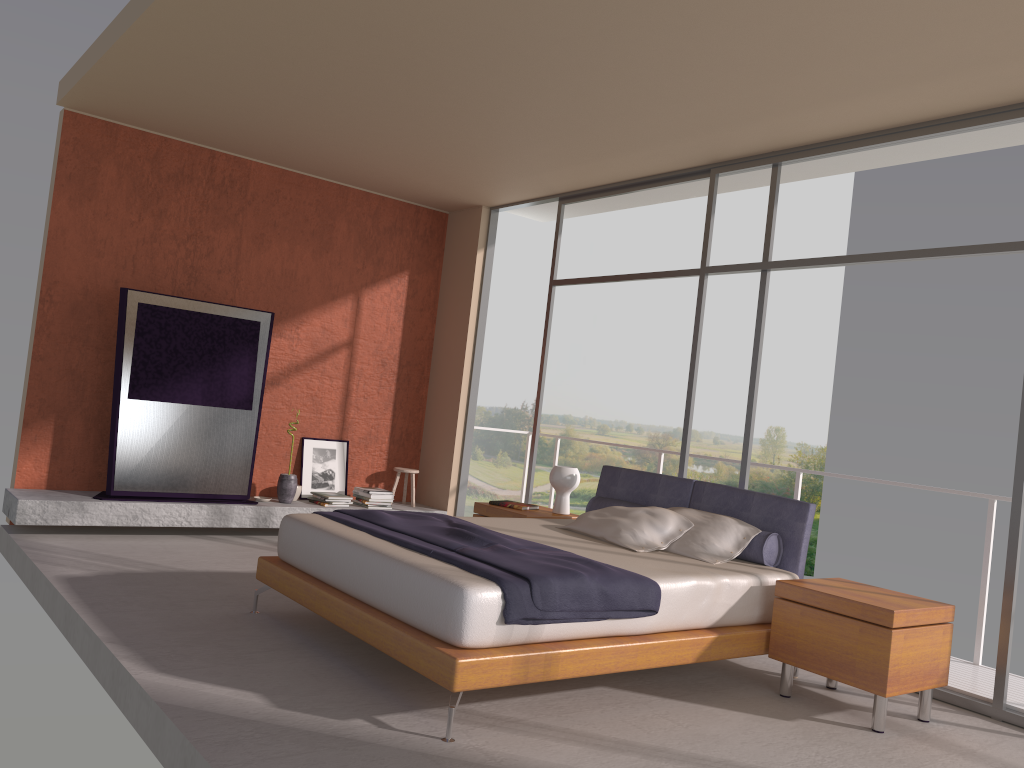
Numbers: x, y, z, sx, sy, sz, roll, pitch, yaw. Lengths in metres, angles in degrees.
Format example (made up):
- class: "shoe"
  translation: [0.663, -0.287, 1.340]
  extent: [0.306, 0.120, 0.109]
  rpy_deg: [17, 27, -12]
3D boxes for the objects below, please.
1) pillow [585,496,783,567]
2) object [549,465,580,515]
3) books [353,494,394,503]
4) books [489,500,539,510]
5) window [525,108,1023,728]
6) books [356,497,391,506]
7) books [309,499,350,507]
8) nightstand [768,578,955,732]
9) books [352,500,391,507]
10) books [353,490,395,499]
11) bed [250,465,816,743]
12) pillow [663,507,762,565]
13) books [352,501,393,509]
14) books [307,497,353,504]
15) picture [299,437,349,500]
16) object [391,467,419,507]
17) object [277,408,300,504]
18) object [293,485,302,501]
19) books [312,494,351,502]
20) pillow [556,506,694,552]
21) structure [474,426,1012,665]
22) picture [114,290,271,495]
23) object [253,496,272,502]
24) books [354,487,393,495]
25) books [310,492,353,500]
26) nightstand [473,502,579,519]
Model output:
- class: "pillow"
  translation: [1.011, 0.888, 5.472]
  extent: [0.205, 0.201, 1.470]
  rpy_deg: [8, -2, -37]
- class: "object"
  translation: [0.372, 0.766, 6.405]
  extent: [0.224, 0.338, 0.224]
  rpy_deg: [7, -2, -26]
- class: "books"
  translation: [-1.253, 1.029, 8.003]
  extent: [0.247, 0.027, 0.328]
  rpy_deg: [8, -2, -36]
- class: "books"
  translation: [0.018, 0.889, 6.512]
  extent: [0.287, 0.025, 0.247]
  rpy_deg: [5, -2, 33]
- class: "window"
  translation: [2.075, 0.085, 5.197]
  extent: [0.075, 3.133, 6.106]
  rpy_deg: [8, -2, -37]
- class: "books"
  translation: [-1.248, 1.057, 7.985]
  extent: [0.247, 0.025, 0.287]
  rpy_deg: [7, -2, -27]
- class: "books"
  translation: [-1.602, 1.044, 7.773]
  extent: [0.247, 0.025, 0.287]
  rpy_deg: [8, -3, -41]
- class: "nightstand"
  translation: [1.700, 1.302, 4.353]
  extent: [0.562, 0.556, 0.628]
  rpy_deg: [8, -2, -37]
- class: "books"
  translation: [-1.263, 1.077, 8.006]
  extent: [0.247, 0.018, 0.287]
  rpy_deg: [8, -2, -38]
- class: "books"
  translation: [-1.250, 0.997, 8.004]
  extent: [0.247, 0.038, 0.319]
  rpy_deg: [8, -2, -40]
- class: "bed"
  translation: [0.170, 0.950, 4.852]
  extent: [2.462, 0.959, 2.017]
  rpy_deg: [8, -2, -37]
- class: "pillow"
  translation: [1.019, 0.868, 5.134]
  extent: [0.400, 0.265, 0.791]
  rpy_deg: [8, -2, -34]
- class: "books"
  translation: [-1.261, 1.095, 8.001]
  extent: [0.247, 0.018, 0.328]
  rpy_deg: [8, -2, -36]
- class: "books"
  translation: [-1.595, 1.023, 7.788]
  extent: [0.328, 0.018, 0.247]
  rpy_deg: [5, -2, 37]
- class: "picture"
  translation: [-1.699, 0.776, 8.045]
  extent: [0.458, 0.550, 0.117]
  rpy_deg: [8, -2, -37]
- class: "object"
  translation: [-1.003, 0.975, 8.367]
  extent: [0.260, 0.349, 0.257]
  rpy_deg: [6, -2, 22]
- class: "object"
  translation: [-1.884, 0.611, 7.553]
  extent: [0.165, 0.810, 0.165]
  rpy_deg: [7, -2, -14]
- class: "object"
  translation: [-1.934, 0.950, 7.747]
  extent: [0.179, 0.137, 0.180]
  rpy_deg: [7, -2, -25]
- class: "books"
  translation: [-1.581, 1.002, 7.779]
  extent: [0.247, 0.025, 0.287]
  rpy_deg: [8, -2, -35]
- class: "pillow"
  translation: [0.656, 0.842, 5.306]
  extent: [0.431, 0.264, 0.869]
  rpy_deg: [8, -2, -30]
- class: "structure"
  translation: [2.162, 1.098, 5.562]
  extent: [0.728, 1.005, 7.689]
  rpy_deg: [8, -2, -37]
- class: "picture"
  translation: [-2.498, 0.099, 6.943]
  extent: [1.129, 1.496, 0.126]
  rpy_deg: [8, -2, -37]
- class: "object"
  translation: [-2.104, 0.979, 7.475]
  extent: [0.152, 0.040, 0.152]
  rpy_deg: [7, -2, -2]
- class: "books"
  translation: [-1.250, 0.965, 8.010]
  extent: [0.247, 0.025, 0.287]
  rpy_deg: [8, -2, -38]
- class: "books"
  translation: [-1.582, 0.980, 7.783]
  extent: [0.247, 0.018, 0.328]
  rpy_deg: [8, -3, -40]
- class: "nightstand"
  translation: [0.102, 1.190, 6.452]
  extent: [0.562, 0.556, 0.628]
  rpy_deg: [8, -2, -37]
